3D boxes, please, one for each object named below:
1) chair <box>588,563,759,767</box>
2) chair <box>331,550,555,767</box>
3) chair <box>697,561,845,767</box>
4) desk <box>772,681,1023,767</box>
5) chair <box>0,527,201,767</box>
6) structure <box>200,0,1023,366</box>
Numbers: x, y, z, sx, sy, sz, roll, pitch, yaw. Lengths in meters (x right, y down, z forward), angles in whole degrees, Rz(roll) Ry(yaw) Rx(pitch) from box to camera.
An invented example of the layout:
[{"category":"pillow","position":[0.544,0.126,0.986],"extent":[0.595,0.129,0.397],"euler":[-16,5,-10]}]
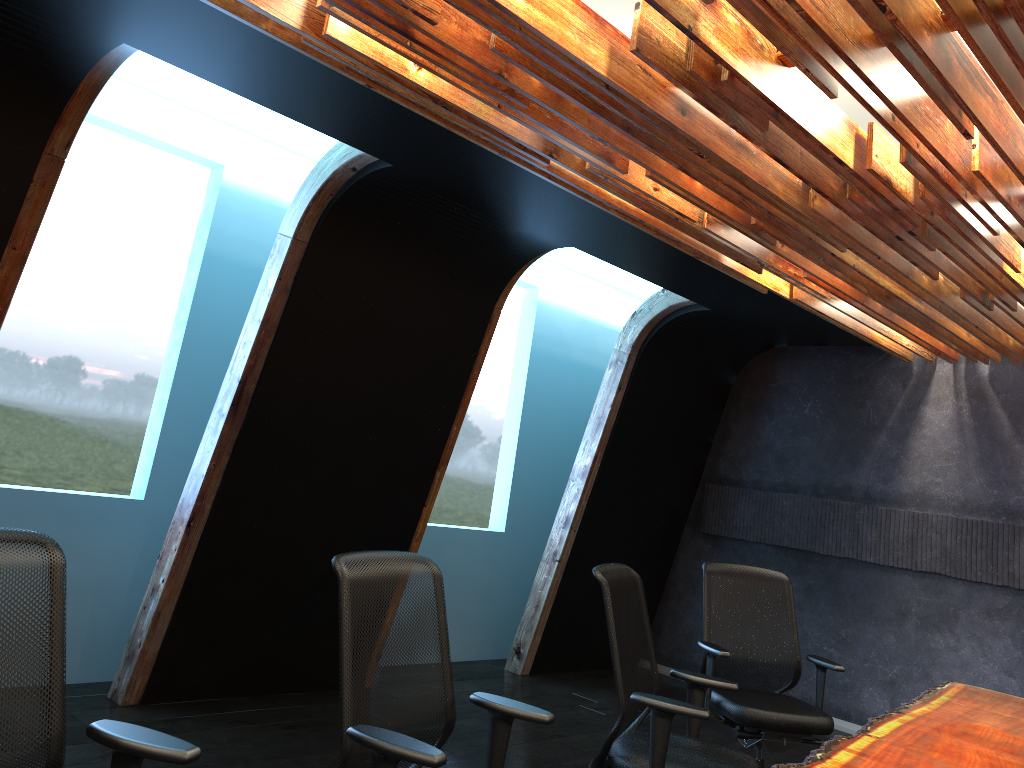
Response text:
[{"category":"chair","position":[0.686,1.423,3.495],"extent":[0.799,1.268,0.791],"euler":[3,-13,23]},{"category":"chair","position":[-0.182,1.189,2.551],"extent":[0.798,1.268,0.792],"euler":[2,-13,28]},{"category":"chair","position":[1.375,1.661,4.725],"extent":[0.814,1.268,0.776],"euler":[11,-12,-11]},{"category":"desk","position":[0.843,1.463,1.698],"extent":[2.032,0.836,6.527],"euler":[2,-9,44]},{"category":"chair","position":[-0.997,0.975,1.719],"extent":[0.799,1.268,0.791],"euler":[5,-12,18]},{"category":"structure","position":[0.822,0.164,1.536],"extent":[4.518,3.064,11.244],"euler":[0,-11,44]}]
